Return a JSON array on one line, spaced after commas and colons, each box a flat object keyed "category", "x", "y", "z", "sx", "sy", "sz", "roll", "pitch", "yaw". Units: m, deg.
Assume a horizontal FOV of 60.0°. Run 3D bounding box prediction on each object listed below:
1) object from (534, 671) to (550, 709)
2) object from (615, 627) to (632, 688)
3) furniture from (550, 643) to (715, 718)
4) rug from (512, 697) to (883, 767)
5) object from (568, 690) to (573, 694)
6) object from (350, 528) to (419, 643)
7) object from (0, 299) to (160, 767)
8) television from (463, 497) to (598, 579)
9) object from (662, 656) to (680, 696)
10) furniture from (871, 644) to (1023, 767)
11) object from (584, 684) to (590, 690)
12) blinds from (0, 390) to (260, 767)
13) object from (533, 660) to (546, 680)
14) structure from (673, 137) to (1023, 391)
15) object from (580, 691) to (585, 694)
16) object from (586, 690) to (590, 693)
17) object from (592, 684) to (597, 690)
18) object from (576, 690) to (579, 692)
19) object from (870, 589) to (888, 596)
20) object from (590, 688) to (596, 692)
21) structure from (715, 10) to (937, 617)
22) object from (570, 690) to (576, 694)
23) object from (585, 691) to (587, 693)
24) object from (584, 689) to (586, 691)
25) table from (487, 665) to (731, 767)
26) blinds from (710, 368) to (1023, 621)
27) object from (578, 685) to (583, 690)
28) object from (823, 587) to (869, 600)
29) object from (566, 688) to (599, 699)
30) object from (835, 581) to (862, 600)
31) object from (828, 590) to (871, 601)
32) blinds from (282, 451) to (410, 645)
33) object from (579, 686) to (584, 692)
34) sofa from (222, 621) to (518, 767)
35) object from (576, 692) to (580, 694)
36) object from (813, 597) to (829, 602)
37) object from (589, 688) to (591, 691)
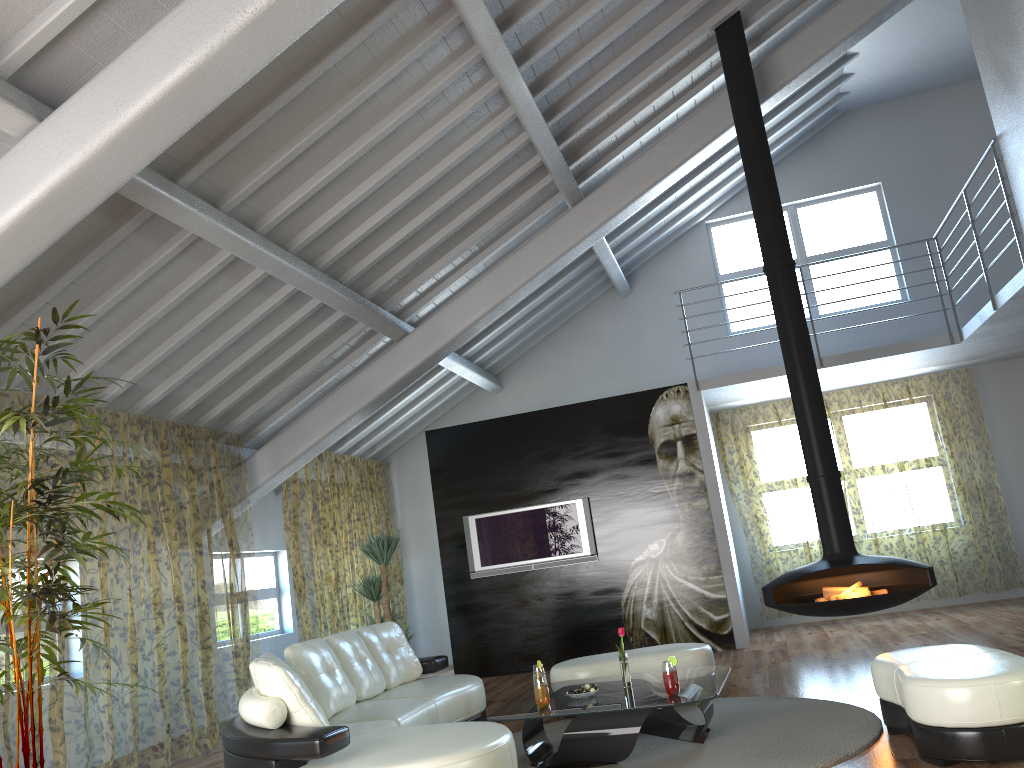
[{"category": "object", "x": 0.151, "y": 1.598, "z": 4.640, "sx": 0.081, "sy": 0.192, "sz": 0.075, "roll": 2, "pitch": -15, "yaw": -40}, {"category": "object", "x": 0.617, "y": 1.531, "z": 4.967, "sx": 0.069, "sy": 0.323, "sz": 0.060, "roll": -6, "pitch": -12, "yaw": -10}, {"category": "furniture", "x": 0.835, "y": 2.027, "z": 6.083, "sx": 1.134, "sy": 0.367, "sz": 0.596, "roll": -8, "pitch": -12, "yaw": -3}, {"category": "rug", "x": 0.807, "y": 1.956, "z": 4.859, "sx": 2.307, "sy": 0.020, "sz": 2.313, "roll": -5, "pitch": -12, "yaw": -15}, {"category": "object", "x": 0.319, "y": 1.677, "z": 4.816, "sx": 0.032, "sy": 0.031, "sz": 0.030, "roll": -13, "pitch": -13, "yaw": 22}, {"category": "object", "x": -1.179, "y": 2.123, "z": 8.093, "sx": 0.564, "sy": 1.586, "sz": 0.588, "roll": 2, "pitch": -16, "yaw": -42}, {"category": "object", "x": -2.149, "y": 0.919, "z": 3.974, "sx": 1.177, "sy": 2.473, "sz": 1.399, "roll": -17, "pitch": -15, "yaw": 38}, {"category": "television", "x": 0.173, "y": 1.577, "z": 9.064, "sx": 1.336, "sy": 0.639, "sz": 0.044, "roll": -11, "pitch": -12, "yaw": 13}, {"category": "object", "x": 0.799, "y": 1.471, "z": 4.474, "sx": 0.075, "sy": 0.192, "sz": 0.081, "roll": -6, "pitch": -12, "yaw": -11}, {"category": "furniture", "x": 2.047, "y": 1.434, "z": 4.060, "sx": 0.596, "sy": 0.367, "sz": 1.134, "roll": -10, "pitch": -12, "yaw": 7}, {"category": "object", "x": 0.410, "y": 1.654, "z": 4.839, "sx": 0.032, "sy": 0.032, "sz": 0.029, "roll": -4, "pitch": -12, "yaw": -21}, {"category": "blinds", "x": -2.752, "y": 1.426, "z": 6.179, "sx": 0.306, "sy": 2.546, "sz": 3.505, "roll": -11, "pitch": -12, "yaw": 14}, {"category": "object", "x": 0.159, "y": 1.701, "z": 5.143, "sx": 0.075, "sy": 0.192, "sz": 0.081, "roll": -12, "pitch": -12, "yaw": 19}, {"category": "structure", "x": 1.623, "y": -1.476, "z": 3.893, "sx": 2.536, "sy": 1.055, "sz": 10.133, "roll": -11, "pitch": -12, "yaw": 13}, {"category": "object", "x": 0.381, "y": 1.666, "z": 4.765, "sx": 0.032, "sy": 0.031, "sz": 0.031, "roll": -6, "pitch": -12, "yaw": -9}, {"category": "object", "x": 0.412, "y": 1.678, "z": 4.819, "sx": 0.032, "sy": 0.030, "sz": 0.032, "roll": -2, "pitch": -13, "yaw": -26}, {"category": "object", "x": 0.451, "y": 1.653, "z": 4.838, "sx": 0.030, "sy": 0.033, "sz": 0.030, "roll": -7, "pitch": -12, "yaw": -6}, {"category": "object", "x": 0.361, "y": 1.691, "z": 4.849, "sx": 0.030, "sy": 0.031, "sz": 0.031, "roll": -18, "pitch": -15, "yaw": 40}, {"category": "object", "x": 2.571, "y": 1.541, "z": 6.404, "sx": 0.274, "sy": 0.082, "sz": 0.066, "roll": -11, "pitch": -12, "yaw": 14}, {"category": "object", "x": 0.439, "y": 1.665, "z": 4.812, "sx": 0.030, "sy": 0.032, "sz": 0.032, "roll": -12, "pitch": -12, "yaw": 16}, {"category": "structure", "x": 2.048, "y": -1.020, "z": 6.868, "sx": 1.176, "sy": 5.494, "sz": 0.851, "roll": -11, "pitch": -12, "yaw": 12}, {"category": "object", "x": 0.331, "y": 1.671, "z": 4.788, "sx": 0.031, "sy": 0.031, "sz": 0.032, "roll": -19, "pitch": -16, "yaw": 41}, {"category": "object", "x": 0.391, "y": 1.676, "z": 4.795, "sx": 0.032, "sy": 0.030, "sz": 0.031, "roll": -11, "pitch": -12, "yaw": 12}, {"category": "object", "x": 0.403, "y": 1.685, "z": 4.850, "sx": 0.031, "sy": 0.032, "sz": 0.030, "roll": -10, "pitch": -12, "yaw": 11}, {"category": "table", "x": 0.591, "y": 1.828, "z": 4.857, "sx": 1.201, "sy": 0.290, "sz": 1.201, "roll": -12, "pitch": -12, "yaw": 16}, {"category": "blinds", "x": 3.737, "y": 1.207, "z": 9.538, "sx": 2.780, "sy": 2.324, "sz": 0.306, "roll": -11, "pitch": -12, "yaw": 14}, {"category": "object", "x": 0.378, "y": 1.665, "z": 4.850, "sx": 0.030, "sy": 0.031, "sz": 0.031, "roll": -12, "pitch": -12, "yaw": 16}, {"category": "object", "x": 2.415, "y": 1.515, "z": 6.410, "sx": 0.317, "sy": 0.129, "sz": 0.109, "roll": -13, "pitch": -13, "yaw": 23}, {"category": "object", "x": 0.385, "y": 1.685, "z": 4.818, "sx": 0.178, "sy": 0.031, "sz": 0.178, "roll": -9, "pitch": -12, "yaw": 6}, {"category": "object", "x": 2.408, "y": 1.482, "z": 6.330, "sx": 0.268, "sy": 0.117, "sz": 0.040, "roll": -2, "pitch": -13, "yaw": -29}, {"category": "object", "x": 2.410, "y": 1.533, "z": 6.318, "sx": 0.285, "sy": 0.103, "sz": 0.095, "roll": -11, "pitch": -12, "yaw": 14}, {"category": "blinds", "x": -1.771, "y": 2.031, "z": 9.768, "sx": 0.306, "sy": 2.546, "sz": 2.780, "roll": -11, "pitch": -12, "yaw": 14}, {"category": "object", "x": 0.375, "y": 1.649, "z": 4.790, "sx": 0.030, "sy": 0.034, "sz": 0.030, "roll": -7, "pitch": -12, "yaw": -5}, {"category": "sofa", "x": -0.769, "y": 1.764, "z": 4.798, "sx": 1.359, "sy": 0.805, "sz": 3.047, "roll": -7, "pitch": -12, "yaw": -7}, {"category": "object", "x": 0.360, "y": 1.679, "z": 4.788, "sx": 0.031, "sy": 0.030, "sz": 0.032, "roll": -3, "pitch": -13, "yaw": -23}, {"category": "object", "x": 2.349, "y": 1.579, "z": 6.482, "sx": 0.302, "sy": 0.127, "sz": 0.089, "roll": -6, "pitch": -12, "yaw": -10}, {"category": "object", "x": 0.431, "y": 1.675, "z": 4.845, "sx": 0.031, "sy": 0.031, "sz": 0.032, "roll": -13, "pitch": -13, "yaw": 24}]
